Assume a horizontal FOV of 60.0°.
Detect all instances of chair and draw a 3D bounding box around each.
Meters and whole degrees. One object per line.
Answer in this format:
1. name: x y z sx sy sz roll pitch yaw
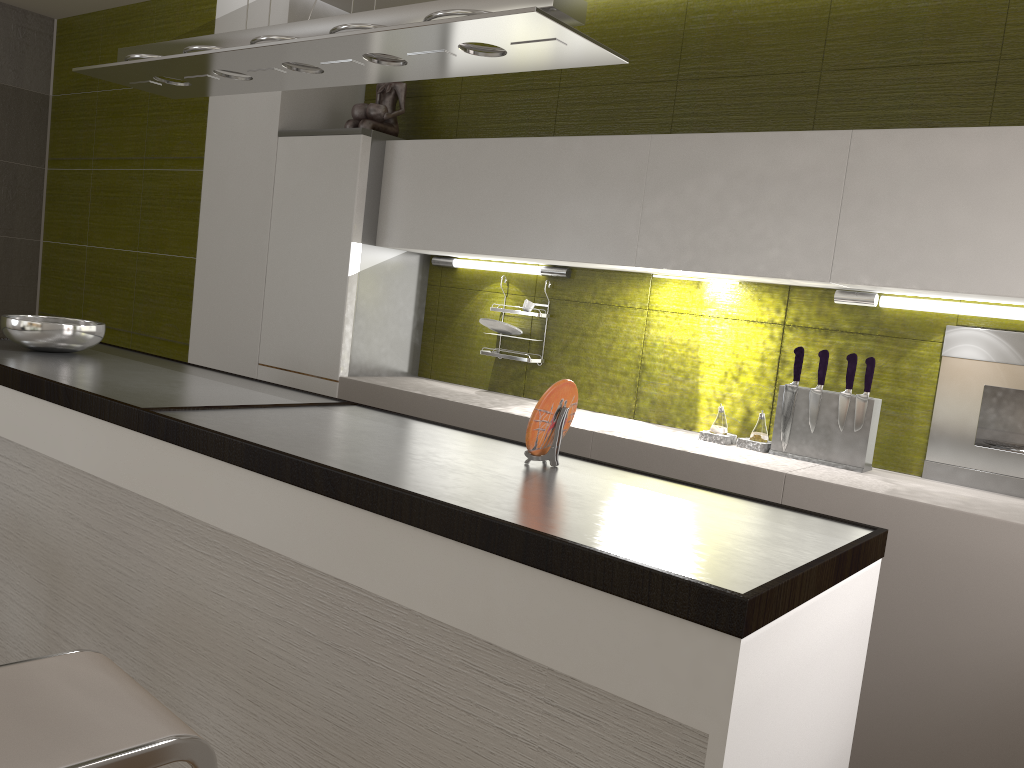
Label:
1. chair: -0.796 0.832 1.452 0.418 0.857 0.460 12 7 42

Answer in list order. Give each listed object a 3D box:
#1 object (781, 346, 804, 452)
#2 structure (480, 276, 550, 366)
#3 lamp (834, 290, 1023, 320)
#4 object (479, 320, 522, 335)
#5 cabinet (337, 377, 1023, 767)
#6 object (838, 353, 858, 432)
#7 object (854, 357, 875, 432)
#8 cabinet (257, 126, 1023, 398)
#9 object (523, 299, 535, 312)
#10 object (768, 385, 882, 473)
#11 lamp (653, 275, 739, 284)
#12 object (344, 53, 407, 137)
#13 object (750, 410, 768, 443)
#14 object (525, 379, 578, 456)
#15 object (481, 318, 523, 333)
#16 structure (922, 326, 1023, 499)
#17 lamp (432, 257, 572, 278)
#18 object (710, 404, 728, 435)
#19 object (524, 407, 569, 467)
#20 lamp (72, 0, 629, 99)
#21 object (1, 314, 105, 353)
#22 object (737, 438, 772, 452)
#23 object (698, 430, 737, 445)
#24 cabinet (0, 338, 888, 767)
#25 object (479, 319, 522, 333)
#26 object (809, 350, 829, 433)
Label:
1. object: 0.878 0.048 2.800 0.046 0.339 0.013 11 7 37
2. structure: 0.018 -0.259 3.578 0.266 0.346 0.110 11 7 37
3. lamp: 1.316 -0.221 2.593 0.716 0.041 0.095 11 7 37
4. object: -0.046 -0.228 3.585 0.181 0.052 0.173 11 7 37
5. cabinet: 0.525 0.724 2.977 2.940 1.086 0.465 11 7 37
6. object: 1.015 0.026 2.694 0.036 0.243 0.013 11 7 37
7. object: 1.055 0.032 2.663 0.040 0.231 0.013 11 7 37
8. cabinet: 0.449 0.187 3.186 3.471 2.089 0.724 11 7 37
9. object: 0.066 -0.313 3.553 0.051 0.053 0.046 4 6 -21
10. object: 0.978 0.136 2.774 0.293 0.227 0.107 11 7 37
11. lamp: 0.650 -0.372 3.158 0.334 0.008 0.008 11 7 37
12. object: -0.564 -1.298 3.867 0.195 0.488 0.304 10 7 35
13. object: 0.814 0.146 2.905 0.059 0.121 0.059 7 5 4
14. object: 0.089 0.074 1.934 0.055 0.178 0.184 10 7 33
15. object: -0.044 -0.234 3.586 0.181 0.052 0.173 11 7 37
16. structure: 1.532 0.106 2.473 0.663 0.469 0.015 11 7 37
17. lamp: -0.059 -0.486 3.683 0.715 0.041 0.041 11 7 37
18. object: 0.698 0.126 2.979 0.059 0.121 0.059 6 6 -7
19. object: 0.083 0.111 1.938 0.072 0.131 0.088 10 6 32
20. lamp: -0.479 -1.117 2.163 1.677 0.683 0.326 11 7 37
21. object: -1.539 -0.163 2.976 0.311 0.105 0.311 2 7 -40
22. object: 0.808 0.201 2.911 0.107 0.032 0.107 2 7 -41
23. object: 0.692 0.180 2.984 0.107 0.032 0.107 11 7 38
24. cabinet: -0.717 0.615 2.341 2.947 1.134 0.663 11 7 37
25. object: -0.045 -0.231 3.585 0.181 0.052 0.173 11 7 37
26. object: 0.944 0.023 2.748 0.042 0.264 0.013 11 7 37
